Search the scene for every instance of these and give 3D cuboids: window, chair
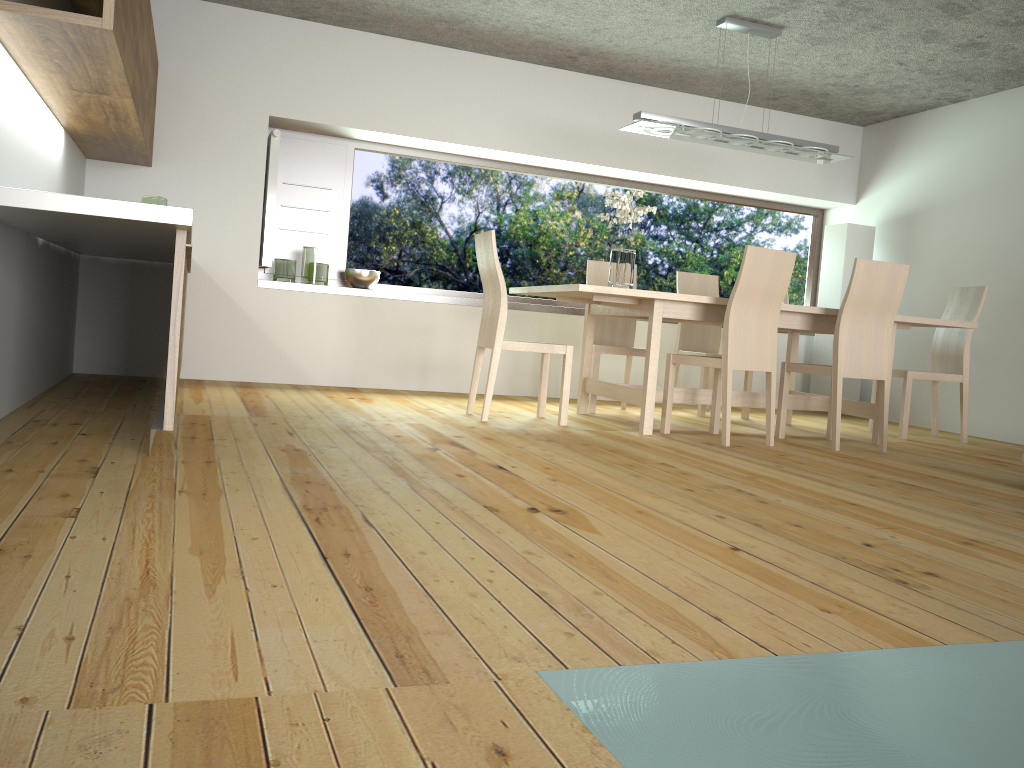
[{"bbox_3d":[0.746,-1.141,7.276,4.184,0.977,0.012,3,2,-20],"label":"window"},{"bbox_3d":[1.428,-0.292,6.379,0.404,1.016,0.507,4,3,-22],"label":"chair"},{"bbox_3d":[0.697,-0.324,5.960,0.404,1.016,0.507,4,2,-9],"label":"chair"},{"bbox_3d":[0.041,-0.309,4.938,0.506,1.016,0.405,4,2,-17],"label":"chair"},{"bbox_3d":[2.733,-0.151,5.832,0.506,1.016,0.405,4,2,-7],"label":"chair"},{"bbox_3d":[1.155,-0.206,4.739,0.404,1.016,0.507,3,3,-31],"label":"chair"},{"bbox_3d":[1.831,-0.164,4.926,0.404,1.016,0.507,4,3,-21],"label":"chair"}]

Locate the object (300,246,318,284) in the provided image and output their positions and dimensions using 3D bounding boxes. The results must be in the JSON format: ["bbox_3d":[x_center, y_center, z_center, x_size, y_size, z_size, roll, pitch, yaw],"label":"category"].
[{"bbox_3d":[-1.410,-0.820,6.155,0.099,0.259,0.099,4,2,-16],"label":"object"}]

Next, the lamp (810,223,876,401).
[{"bbox_3d":[2.698,-0.541,7.257,0.280,1.498,0.280,4,2,-20],"label":"lamp"}]

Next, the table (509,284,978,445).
[{"bbox_3d":[1.320,-0.105,5.378,2.499,0.755,1.202,3,3,-17],"label":"table"}]

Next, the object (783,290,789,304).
[{"bbox_3d":[2.287,-0.679,7.550,0.153,0.384,0.153,4,3,-24],"label":"object"}]

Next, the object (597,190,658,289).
[{"bbox_3d":[0.651,-0.827,5.120,0.304,0.607,0.303,4,3,-17],"label":"object"}]

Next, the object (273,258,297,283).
[{"bbox_3d":[-1.578,-0.786,6.160,0.111,0.160,0.112,6,3,19],"label":"object"}]

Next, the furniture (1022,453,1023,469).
[{"bbox_3d":[2.606,0.267,3.741,0.686,0.439,0.570,5,3,15],"label":"furniture"}]

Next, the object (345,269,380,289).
[{"bbox_3d":[-1.076,-0.747,6.365,0.247,0.137,0.247,6,3,15],"label":"object"}]

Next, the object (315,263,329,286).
[{"bbox_3d":[-1.378,-0.780,6.309,0.111,0.160,0.112,3,3,-36],"label":"object"}]

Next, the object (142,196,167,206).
[{"bbox_3d":[-1.933,-0.879,4.777,0.099,0.259,0.099,5,2,4],"label":"object"}]

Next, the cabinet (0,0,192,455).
[{"bbox_3d":[-1.856,-0.911,4.223,0.655,2.002,3.098,4,3,-20],"label":"cabinet"}]

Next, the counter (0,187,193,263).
[{"bbox_3d":[-1.844,-0.675,4.141,0.652,0.054,3.292,3,4,-20],"label":"counter"}]

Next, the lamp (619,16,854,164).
[{"bbox_3d":[1.409,-1.815,5.380,1.489,0.718,0.291,3,3,-20],"label":"lamp"}]

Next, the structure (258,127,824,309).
[{"bbox_3d":[0.540,-1.107,6.975,4.872,1.152,0.527,3,3,-20],"label":"structure"}]

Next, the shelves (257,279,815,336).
[{"bbox_3d":[0.505,-0.565,6.974,4.867,0.054,0.404,3,4,-20],"label":"shelves"}]
